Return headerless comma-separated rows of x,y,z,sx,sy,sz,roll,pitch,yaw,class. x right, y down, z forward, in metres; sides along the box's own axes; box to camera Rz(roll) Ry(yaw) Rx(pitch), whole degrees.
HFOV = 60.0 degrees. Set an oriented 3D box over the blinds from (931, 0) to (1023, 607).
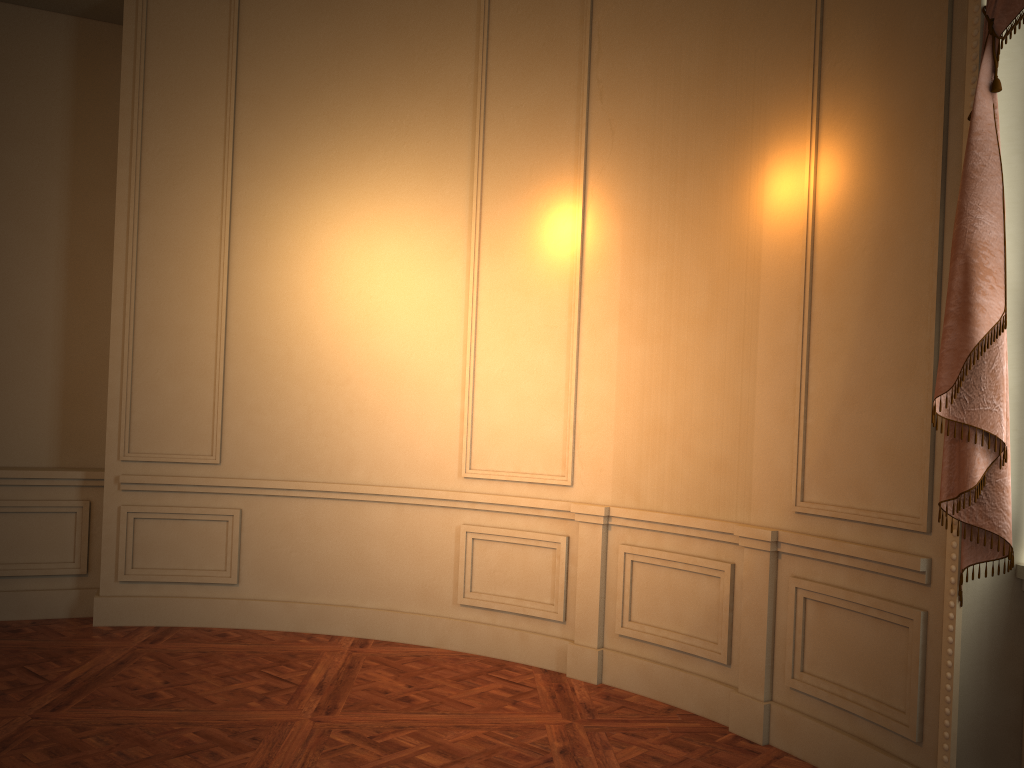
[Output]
1.513,-0.796,2.214,0.287,2.980,1.327,2,0,-3,blinds
